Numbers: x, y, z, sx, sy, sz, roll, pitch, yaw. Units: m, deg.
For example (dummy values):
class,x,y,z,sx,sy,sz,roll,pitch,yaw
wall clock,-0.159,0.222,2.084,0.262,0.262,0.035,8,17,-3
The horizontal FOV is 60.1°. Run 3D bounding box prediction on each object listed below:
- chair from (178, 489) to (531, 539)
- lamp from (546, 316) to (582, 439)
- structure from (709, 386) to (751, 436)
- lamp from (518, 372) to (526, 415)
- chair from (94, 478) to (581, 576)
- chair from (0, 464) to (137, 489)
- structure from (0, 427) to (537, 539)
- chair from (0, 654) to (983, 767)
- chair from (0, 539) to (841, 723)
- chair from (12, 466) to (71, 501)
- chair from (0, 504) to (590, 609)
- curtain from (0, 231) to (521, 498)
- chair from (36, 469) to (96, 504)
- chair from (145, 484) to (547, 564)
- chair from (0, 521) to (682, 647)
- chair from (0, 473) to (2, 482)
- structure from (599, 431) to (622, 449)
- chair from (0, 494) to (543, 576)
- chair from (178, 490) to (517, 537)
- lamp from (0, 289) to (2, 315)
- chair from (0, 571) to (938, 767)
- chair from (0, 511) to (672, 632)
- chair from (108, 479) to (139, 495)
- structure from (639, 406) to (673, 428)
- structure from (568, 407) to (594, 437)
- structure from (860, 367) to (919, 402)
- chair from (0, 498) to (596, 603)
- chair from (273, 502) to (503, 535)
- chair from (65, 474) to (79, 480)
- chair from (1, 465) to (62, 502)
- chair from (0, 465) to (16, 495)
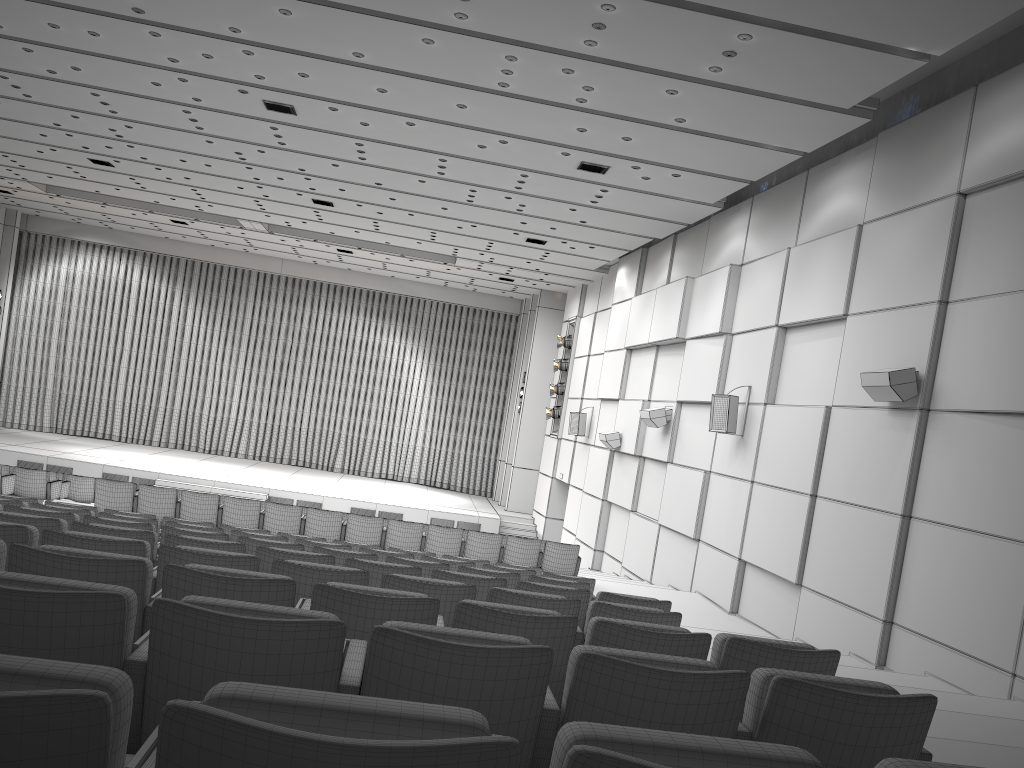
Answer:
class,x,y,z,sx,sy,sz,roll,pitch,yaw
chair,-2.881,2.731,16.614,6.609,0.623,0.611,9,0,-7
lamp,1.435,-0.168,24.189,0.757,3.345,1.018,9,2,-11
structure,3.137,0.357,12.771,0.406,0.745,0.412,10,1,41
lamp,0.438,0.294,26.671,0.437,1.480,0.384,9,2,-10
chair,-2.297,2.056,12.227,6.609,0.623,0.611,9,0,-7
chair,-11.098,1.988,18.971,6.058,0.623,0.611,9,0,-7
structure,-7.984,2.971,26.144,17.842,0.847,8.302,9,-2,-7
chair,-5.127,-0.015,0.836,13.768,0.623,0.611,9,0,-7
chair,-5.419,0.323,3.030,13.768,0.623,0.611,9,0,-7
chair,-10.548,1.307,14.574,6.058,0.623,0.611,9,0,-7
chair,-5.884,0.825,6.317,13.217,0.623,0.611,9,0,-7
curtain,-7.812,-0.624,29.129,16.152,6.530,1.425,9,2,-7
chair,-10.711,1.473,15.668,6.609,0.623,0.611,9,0,-7
chair,-2.426,2.227,13.325,6.058,0.623,0.611,9,0,-7
chair,-5.592,0.488,4.124,13.217,0.623,0.611,9,0,-7
chair,-10.126,0.798,11.281,6.609,0.623,0.611,9,0,-7
structure,2.081,1.130,18.331,0.471,0.418,0.519,9,0,-9
chair,-6.176,1.163,8.511,13.217,0.623,0.611,9,0,-7
chair,-2.589,2.393,14.420,6.609,0.623,0.611,9,0,-7
lamp,-15.266,-2.186,25.977,0.437,1.480,0.384,9,2,-2
chair,-5.300,0.150,1.930,13.217,0.623,0.611,9,0,-7
chair,-5.712,0.661,5.224,13.768,0.623,0.611,9,0,-7
chair,-11.003,1.811,17.862,6.609,0.623,0.611,9,0,-7
structure,2.576,0.573,15.817,0.471,0.418,0.518,9,0,-11
structure,1.637,0.876,21.046,0.406,0.745,0.412,10,1,41
structure,3.948,-0.021,9.151,0.471,0.418,0.519,9,0,-9
chair,-6.004,0.998,7.417,13.768,0.623,0.611,9,0,-7
chair,-2.718,2.565,15.519,6.058,0.623,0.611,9,0,-7
chair,-10.840,1.645,16.767,6.058,0.623,0.611,9,0,-7
chair,-10.419,1.135,13.475,6.609,0.623,0.611,9,0,-7
chair,-10.255,0.969,12.380,6.058,0.623,0.611,9,0,-7
